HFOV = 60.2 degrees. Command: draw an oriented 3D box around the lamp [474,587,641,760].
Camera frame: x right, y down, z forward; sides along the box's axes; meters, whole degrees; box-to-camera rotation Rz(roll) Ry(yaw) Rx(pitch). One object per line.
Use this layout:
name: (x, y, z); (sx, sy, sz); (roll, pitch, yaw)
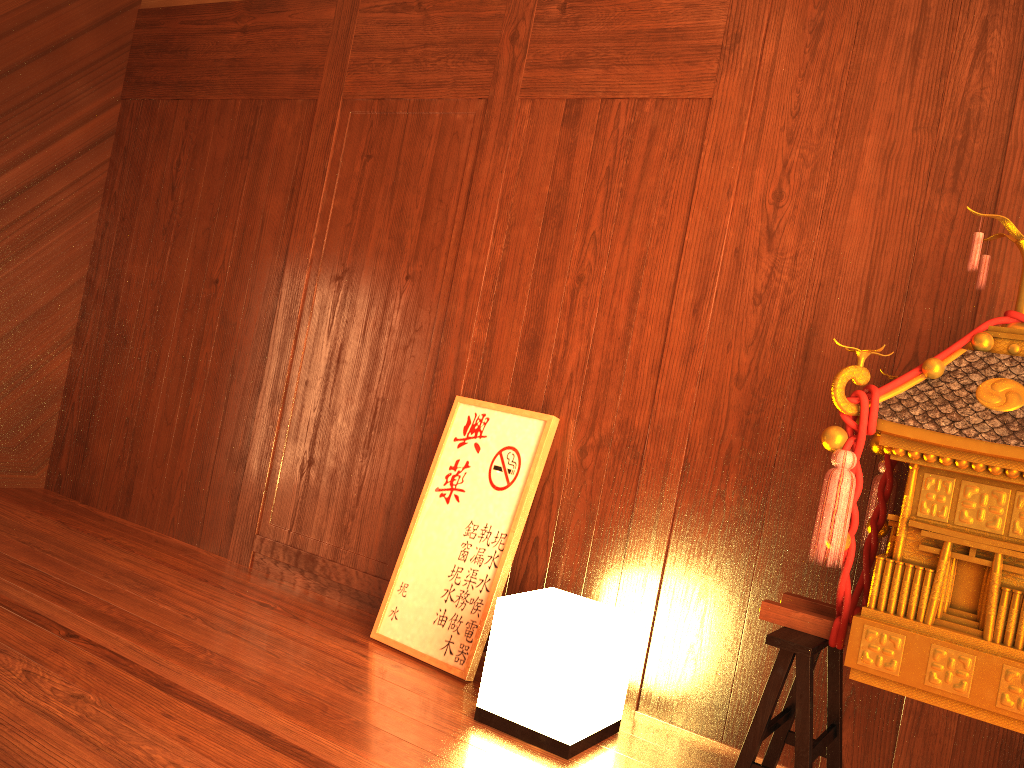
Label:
lamp: (0.123, 0.734, 2.298); (0.272, 0.315, 0.289); (11, -1, 32)

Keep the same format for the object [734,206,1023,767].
object: (0.987, 0.291, 1.854); (0.784, 1.515, 0.625); (11, -1, 31)

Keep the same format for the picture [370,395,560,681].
picture: (-0.147, 0.444, 2.710); (0.388, 0.788, 0.221); (10, -1, 36)
